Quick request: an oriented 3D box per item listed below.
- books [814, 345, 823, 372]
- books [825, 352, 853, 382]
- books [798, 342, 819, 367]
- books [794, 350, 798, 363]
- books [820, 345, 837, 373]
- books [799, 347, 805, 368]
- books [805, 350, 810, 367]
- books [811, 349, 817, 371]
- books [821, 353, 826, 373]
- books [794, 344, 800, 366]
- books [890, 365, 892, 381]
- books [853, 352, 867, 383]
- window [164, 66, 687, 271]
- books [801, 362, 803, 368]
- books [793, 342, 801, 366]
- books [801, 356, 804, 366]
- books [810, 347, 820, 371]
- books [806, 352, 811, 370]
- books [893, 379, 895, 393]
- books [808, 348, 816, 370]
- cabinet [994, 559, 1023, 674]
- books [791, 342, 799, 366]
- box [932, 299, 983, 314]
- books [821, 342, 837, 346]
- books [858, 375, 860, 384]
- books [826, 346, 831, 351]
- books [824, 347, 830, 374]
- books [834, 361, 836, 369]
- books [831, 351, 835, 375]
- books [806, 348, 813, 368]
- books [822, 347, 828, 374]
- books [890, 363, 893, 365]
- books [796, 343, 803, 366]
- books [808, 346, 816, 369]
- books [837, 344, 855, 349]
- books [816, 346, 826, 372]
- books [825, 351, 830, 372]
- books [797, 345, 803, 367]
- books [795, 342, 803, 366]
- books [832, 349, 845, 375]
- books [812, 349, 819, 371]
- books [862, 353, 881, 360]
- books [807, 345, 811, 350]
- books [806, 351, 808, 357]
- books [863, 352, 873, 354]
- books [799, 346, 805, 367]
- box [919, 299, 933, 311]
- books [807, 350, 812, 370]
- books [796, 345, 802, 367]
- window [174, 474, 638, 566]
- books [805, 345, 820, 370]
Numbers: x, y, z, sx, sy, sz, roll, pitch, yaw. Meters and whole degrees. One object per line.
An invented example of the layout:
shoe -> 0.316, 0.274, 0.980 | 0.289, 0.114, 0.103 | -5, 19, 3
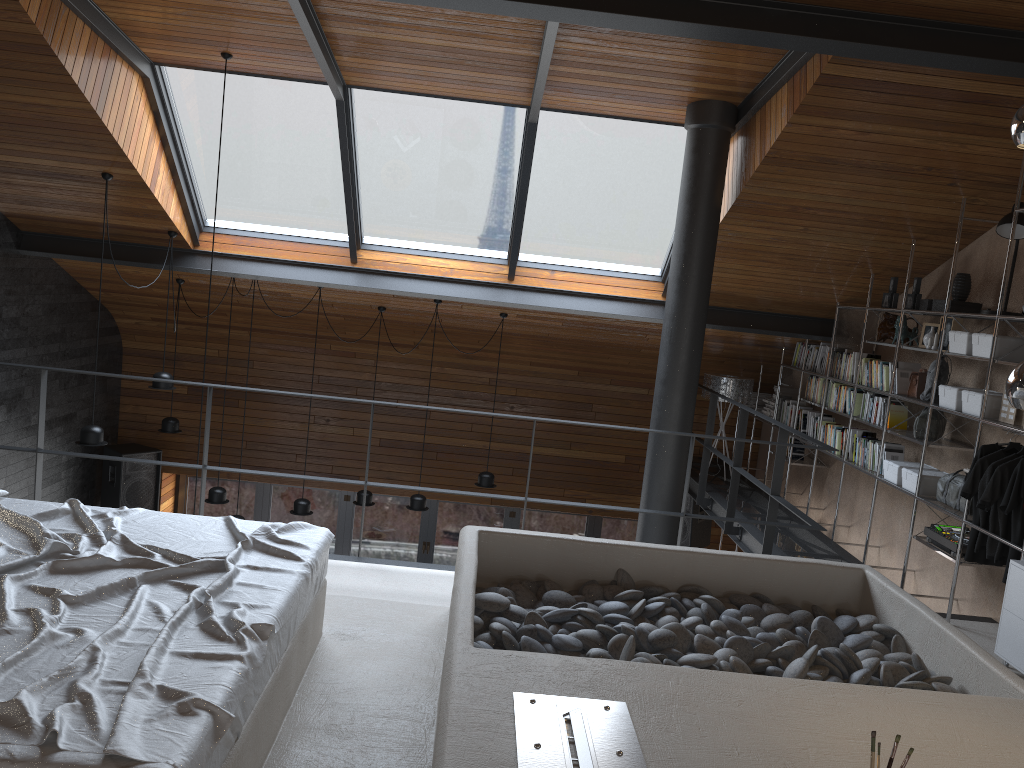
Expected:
books -> 2.669, -0.210, 7.546 | 0.148, 0.229, 0.073 | 6, 6, -2
books -> 2.679, -0.148, 7.113 | 0.131, 0.216, 0.509 | 6, 6, -2
books -> 2.674, -0.256, 7.998 | 0.143, 0.233, 0.081 | 6, 6, -3
books -> 2.667, -0.249, 8.126 | 0.131, 0.178, 0.057 | 6, 6, -3
books -> 2.720, -0.201, 7.489 | 0.191, 0.249, 0.077 | 6, 6, -2
books -> 2.654, -0.231, 7.926 | 0.127, 0.197, 0.063 | 6, 6, -2
books -> 2.648, -0.207, 7.820 | 0.111, 0.171, 0.056 | 6, 6, -2
books -> 2.675, -0.199, 7.674 | 0.126, 0.194, 0.064 | 6, 6, -2
books -> 2.683, -0.173, 7.463 | 0.131, 0.178, 0.057 | 6, 6, -3
books -> 2.675, -0.258, 8.110 | 0.149, 0.202, 0.067 | 6, 6, -3
books -> 2.703, -0.032, 6.188 | 0.127, 0.192, 0.079 | 6, 6, -2
books -> 2.683, -0.117, 6.756 | 0.148, 0.232, 0.053 | 6, 6, -2
window -> -0.565, -1.594, 6.775 | 3.818, 1.031, 1.213 | 6, 6, -2
books -> 2.655, -0.215, 7.907 | 0.119, 0.169, 0.058 | 6, 6, -2
books -> 2.688, -0.265, 8.133 | 0.169, 0.229, 0.077 | 6, 6, -2
books -> 2.662, -0.229, 7.915 | 0.127, 0.197, 0.063 | 6, 6, -2
books -> 2.674, -0.212, 7.684 | 0.133, 0.215, 0.070 | 6, 6, -2
books -> 2.654, -0.203, 7.775 | 0.112, 0.173, 0.054 | 6, 6, -2
books -> 2.704, -0.015, 6.161 | 0.119, 0.166, 0.072 | 6, 6, -2
books -> 2.672, -0.211, 7.728 | 0.131, 0.202, 0.068 | 6, 6, -2
cabinet -> 2.681, 1.205, 4.210 | 0.435, 0.561, 0.527 | 6, 6, -2
books -> 2.671, -0.271, 8.159 | 0.148, 0.229, 0.073 | 6, 6, -2
box -> 2.818, -0.485, 5.622 | 0.208, 0.079, 0.207 | 6, 6, -5
books -> 2.697, -0.225, 7.625 | 0.143, 0.264, 0.088 | 6, 6, -2
books -> 2.705, -0.098, 6.733 | 0.149, 0.205, 0.049 | 6, 6, -3
books -> 2.725, -0.197, 7.478 | 0.191, 0.244, 0.075 | 6, 6, -2
books -> 2.693, -0.187, 7.399 | 0.148, 0.234, 0.033 | 6, 6, -2
books -> 2.690, -0.140, 7.212 | 0.131, 0.181, 0.014 | 6, 6, -2
books -> 2.691, -0.159, 7.268 | 0.148, 0.206, 0.018 | 6, 6, -2
books -> 2.652, -0.214, 7.780 | 0.111, 0.194, 0.059 | 6, 6, -2
books -> 2.687, -0.189, 7.422 | 0.148, 0.232, 0.053 | 6, 6, -2
books -> 2.732, -0.040, 6.210 | 0.170, 0.209, 0.082 | 6, 6, -3
books -> 2.684, -0.257, 8.067 | 0.160, 0.228, 0.080 | 6, 6, -2
books -> 2.672, -0.217, 7.741 | 0.137, 0.213, 0.068 | 6, 6, -2
books -> 2.704, -0.185, 7.236 | 0.143, 0.268, 0.020 | 6, 6, -2
books -> 2.670, -0.205, 7.500 | 0.148, 0.229, 0.073 | 6, 6, -2
books -> 2.690, -0.168, 7.378 | 0.143, 0.199, 0.019 | 6, 6, -2
books -> 2.679, -0.244, 8.032 | 0.146, 0.208, 0.071 | 6, 6, -2
books -> 2.684, -0.262, 8.094 | 0.148, 0.229, 0.073 | 6, 6, -2
books -> 2.684, -0.168, 7.221 | 0.129, 0.231, 0.010 | 6, 6, -2
books -> 2.675, -0.201, 7.656 | 0.123, 0.201, 0.071 | 6, 6, -2
books -> 2.715, -0.110, 6.722 | 0.148, 0.232, 0.053 | 6, 6, -2
books -> 2.679, -0.232, 7.864 | 0.161, 0.220, 0.074 | 6, 6, -2
books -> 2.652, -0.211, 7.846 | 0.112, 0.173, 0.054 | 6, 6, -2
books -> 2.698, -0.125, 6.835 | 0.143, 0.236, 0.062 | 6, 6, -3
books -> 2.664, -0.235, 7.967 | 0.127, 0.197, 0.063 | 6, 6, -2
box -> 2.819, -0.509, 5.838 | 0.208, 0.079, 0.207 | 7, 6, 11
books -> 2.669, -0.210, 7.759 | 0.138, 0.189, 0.065 | 6, 6, -2
books -> 2.666, -0.244, 8.044 | 0.130, 0.202, 0.063 | 6, 6, -2
window -> -1.002, 1.924, 10.322 | 5.936, 1.521, 0.101 | 6, 6, -2
books -> 2.661, -0.230, 7.788 | 0.122, 0.227, 0.076 | 6, 6, -2
